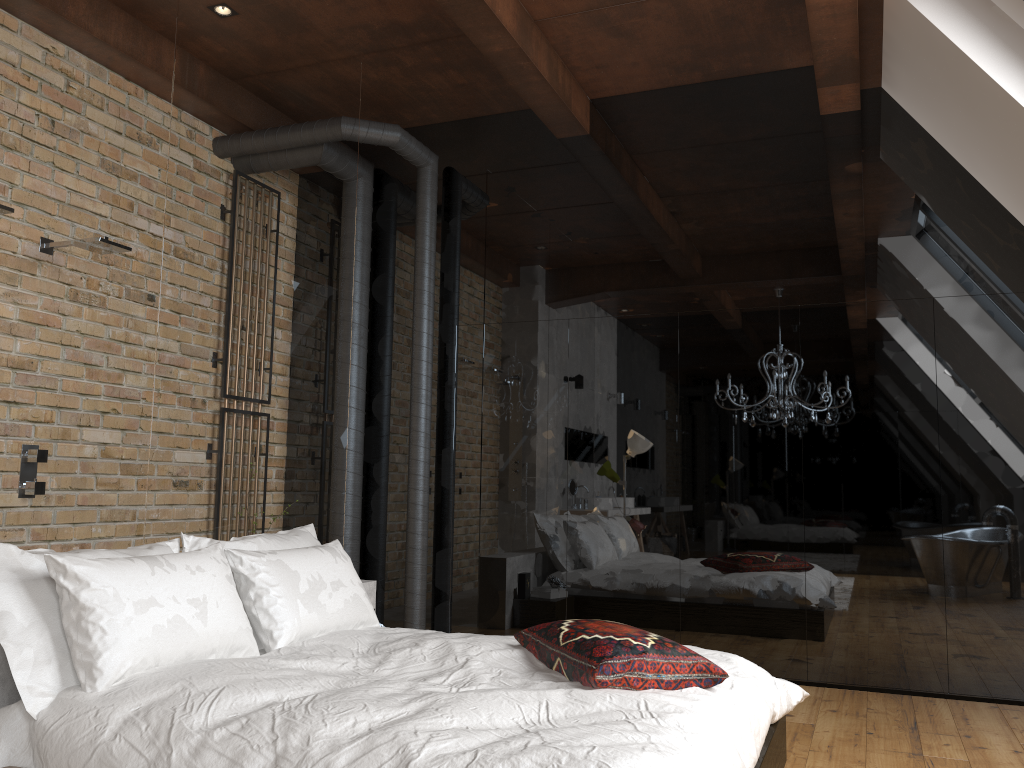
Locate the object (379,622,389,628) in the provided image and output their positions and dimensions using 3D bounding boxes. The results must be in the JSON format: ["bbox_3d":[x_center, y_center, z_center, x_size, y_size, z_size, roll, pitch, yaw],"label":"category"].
[{"bbox_3d":[-0.626,1.157,4.137,0.160,0.094,0.170,-3,-8,33],"label":"object"}]

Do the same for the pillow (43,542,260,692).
[{"bbox_3d":[-1.115,0.721,2.812,0.276,0.397,0.744,-2,-7,22],"label":"pillow"}]

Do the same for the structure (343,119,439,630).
[{"bbox_3d":[-1.152,0.026,5.378,1.189,3.140,0.829,-2,-7,22],"label":"structure"}]

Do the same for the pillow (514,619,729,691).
[{"bbox_3d":[0.336,0.890,2.957,0.453,0.157,0.748,3,-7,-18],"label":"pillow"}]

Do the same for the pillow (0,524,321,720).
[{"bbox_3d":[-1.118,0.779,3.248,0.358,0.517,1.746,-2,-7,21],"label":"pillow"}]

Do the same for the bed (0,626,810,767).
[{"bbox_3d":[-0.183,1.116,2.995,2.169,0.442,2.300,-2,-7,22],"label":"bed"}]

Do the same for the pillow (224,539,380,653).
[{"bbox_3d":[-0.821,0.835,3.540,0.291,0.385,0.748,-2,-7,22],"label":"pillow"}]

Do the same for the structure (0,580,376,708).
[{"bbox_3d":[-1.332,1.110,3.324,0.206,0.494,2.820,-2,-7,22],"label":"structure"}]
